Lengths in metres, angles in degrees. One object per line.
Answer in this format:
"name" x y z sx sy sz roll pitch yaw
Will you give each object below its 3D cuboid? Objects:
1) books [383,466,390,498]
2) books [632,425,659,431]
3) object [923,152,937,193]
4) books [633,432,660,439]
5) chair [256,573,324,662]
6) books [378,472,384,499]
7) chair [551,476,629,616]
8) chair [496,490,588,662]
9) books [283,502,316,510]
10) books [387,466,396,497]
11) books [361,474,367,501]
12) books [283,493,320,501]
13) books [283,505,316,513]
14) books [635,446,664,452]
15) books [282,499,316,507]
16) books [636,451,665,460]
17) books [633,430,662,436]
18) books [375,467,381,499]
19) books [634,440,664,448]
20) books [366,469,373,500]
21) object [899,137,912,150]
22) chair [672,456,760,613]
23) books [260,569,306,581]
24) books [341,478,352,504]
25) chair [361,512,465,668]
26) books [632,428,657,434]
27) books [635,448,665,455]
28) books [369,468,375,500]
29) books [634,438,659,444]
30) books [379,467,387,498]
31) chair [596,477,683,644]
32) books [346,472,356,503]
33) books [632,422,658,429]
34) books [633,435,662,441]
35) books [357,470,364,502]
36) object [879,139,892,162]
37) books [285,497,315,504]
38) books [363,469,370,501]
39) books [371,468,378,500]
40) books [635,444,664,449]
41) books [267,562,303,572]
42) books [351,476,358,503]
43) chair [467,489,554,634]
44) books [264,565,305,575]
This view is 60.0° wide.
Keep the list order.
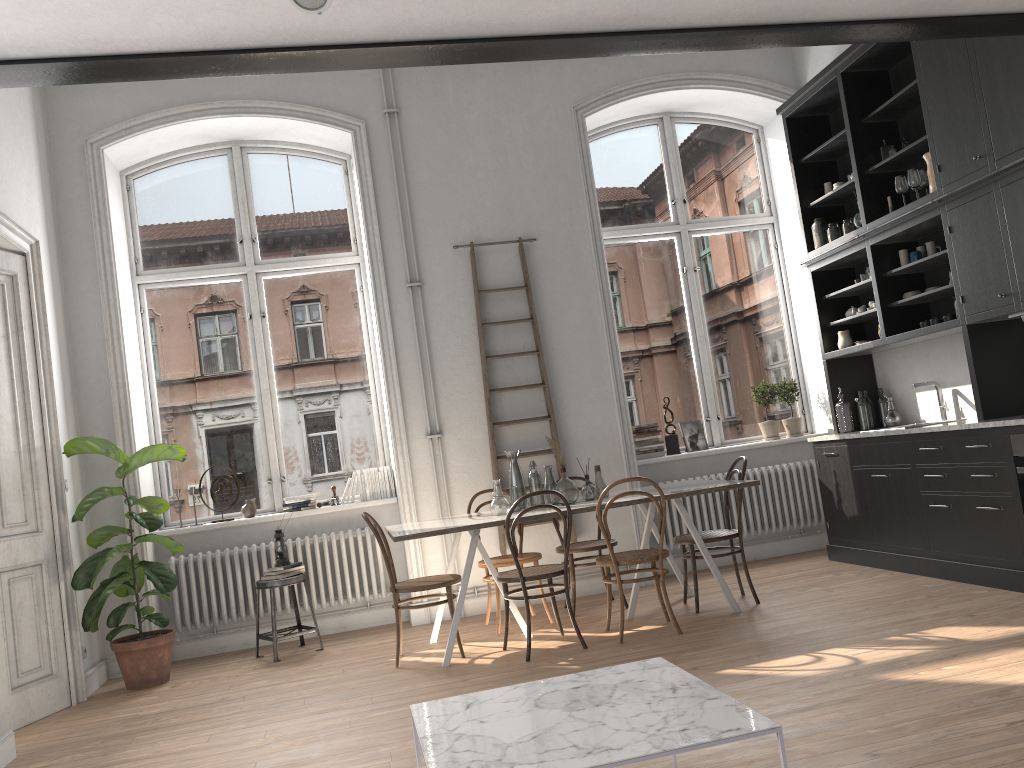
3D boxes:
"books" -0.979 0.764 6.920 0.024 0.243 0.175 -7 -4 -11
"books" 1.090 0.366 7.334 0.205 0.020 0.155 -7 -5 -11
"object" 2.648 -1.320 5.566 0.094 0.266 0.116 -10 -5 31
"books" 1.099 0.428 7.329 0.205 0.022 0.155 -7 -5 -16
"chair" -1.562 1.594 6.116 0.364 0.522 0.360 -5 -5 -38
"books" -1.024 0.789 6.909 0.020 0.205 0.155 -7 -4 -11
"chair" 0.513 1.114 6.246 0.438 0.920 0.549 -8 -4 -4
"chair" 0.136 1.077 5.136 0.437 0.920 0.549 -7 -4 -16
"books" -1.619 0.931 6.768 0.205 0.022 0.155 -9 -5 9
"books" -0.949 0.760 6.924 0.040 0.244 0.175 -7 -4 -11
"books" -1.149 0.804 6.884 0.020 0.205 0.155 -7 -4 -11
"books" -1.607 0.862 6.784 0.243 0.019 0.174 -8 -5 -1
"books" -1.623 0.955 6.768 0.221 0.023 0.147 -12 -6 37
"books" 1.103 0.537 7.306 0.249 0.023 0.175 -7 -5 -11
"books" -1.620 0.909 6.768 0.221 0.023 0.147 -8 -5 5
"books" 1.108 0.593 7.303 0.248 0.043 0.193 -7 -5 -11
"books" 1.091 0.409 7.330 0.243 0.019 0.175 -7 -5 -11
"books" -1.048 0.773 6.904 0.019 0.243 0.175 -7 -4 -11
"books" 1.103 0.499 7.327 0.245 0.028 0.194 -7 -5 -16
"books" -1.109 0.780 6.892 0.019 0.243 0.175 -7 -4 -11
"object" 2.731 -1.620 6.144 0.065 0.177 0.084 -9 -4 11
"chair" 1.315 0.962 5.765 0.549 0.920 0.438 -8 -4 1
"books" -1.590 1.324 6.171 0.194 0.034 0.246 -11 -5 29
"books" -1.283 0.825 6.859 0.105 0.194 0.155 -7 -4 -12
"chair" -0.585 1.201 5.408 0.549 0.920 0.438 -8 -4 -3
"books" 1.079 0.389 7.330 0.231 0.023 0.162 -8 -5 4
"books" 1.106 0.560 7.305 0.249 0.023 0.175 -7 -5 -16
"books" -1.093 0.780 6.913 0.019 0.243 0.175 -7 -4 -11
"books" 1.105 0.473 7.325 0.205 0.022 0.155 -8 -5 3
"books" -1.008 0.770 6.935 0.024 0.243 0.175 -7 -4 -11
"chair" 0.712 1.003 5.215 0.438 0.920 0.549 -8 -4 0
"books" -1.247 0.801 6.864 0.100 0.235 0.175 -7 -4 -11
"books" 1.080 0.346 7.343 0.201 0.024 0.159 -6 -5 -21
"books" 1.104 0.450 7.333 0.222 0.024 0.158 -7 -5 -11
"books" -1.181 0.791 6.900 0.024 0.243 0.175 -7 -4 -11
"object" 2.611 -1.612 6.183 0.084 0.199 0.065 -9 -4 11
"books" -1.618 0.887 6.759 0.205 0.020 0.155 -6 -5 -21
"books" -1.128 0.782 6.879 0.024 0.243 0.175 -7 -4 -11
"books" -1.073 0.778 6.922 0.024 0.243 0.175 -7 -4 -11
"books" 1.107 0.519 7.325 0.255 0.014 0.193 -7 -5 -8
"books" -1.584 1.275 6.181 0.147 0.027 0.221 -10 -5 21
"books" -1.221 0.814 6.869 0.072 0.203 0.155 -7 -4 -11
"chair" -0.030 1.175 6.057 0.437 0.920 0.549 -7 -4 -13
"books" -1.583 1.298 6.178 0.232 0.029 0.163 -4 -6 -40
